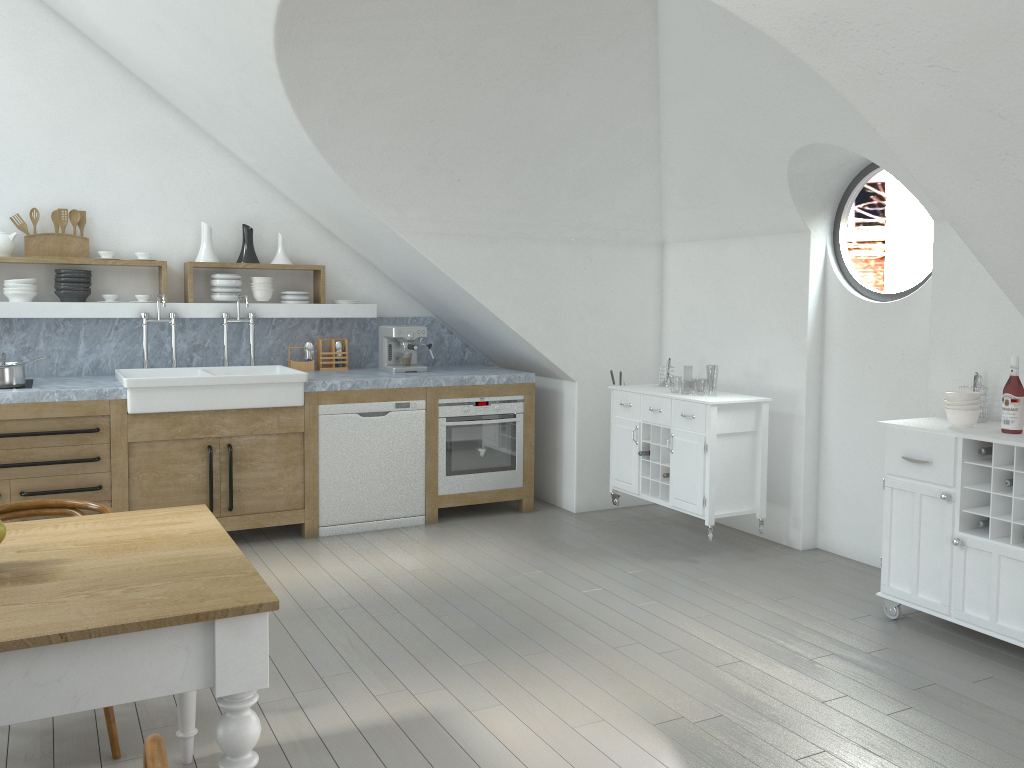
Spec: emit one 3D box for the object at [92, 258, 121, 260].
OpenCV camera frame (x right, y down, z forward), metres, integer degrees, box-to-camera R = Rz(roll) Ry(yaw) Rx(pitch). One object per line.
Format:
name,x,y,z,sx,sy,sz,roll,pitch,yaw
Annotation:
object,-2.546,-0.783,5.571,0.164,0.012,0.164,0,5,-10

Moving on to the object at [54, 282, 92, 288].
object,-2.706,-0.593,5.468,0.205,0.086,0.206,2,5,15

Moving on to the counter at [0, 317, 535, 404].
counter,-2.841,-0.248,5.035,6.577,0.618,0.963,-2,6,-28

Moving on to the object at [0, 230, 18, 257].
object,-3.067,-0.842,5.299,0.168,0.168,0.174,-4,6,-44

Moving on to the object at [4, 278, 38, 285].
object,-2.958,-0.600,5.340,0.181,0.076,0.181,1,5,10

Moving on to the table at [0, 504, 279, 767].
table,-2.230,0.885,1.636,3.350,0.797,1.020,-2,5,-28

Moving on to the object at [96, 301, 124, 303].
object,-2.535,-0.516,5.594,0.164,0.012,0.164,0,5,-10

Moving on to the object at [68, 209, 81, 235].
object,-2.705,-0.929,5.485,0.068,0.297,0.039,-1,4,-28

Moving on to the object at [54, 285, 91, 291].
object,-2.711,-0.566,5.473,0.205,0.086,0.206,1,5,10

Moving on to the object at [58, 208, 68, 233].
object,-2.761,-0.928,5.453,0.057,0.299,0.019,-1,4,-28

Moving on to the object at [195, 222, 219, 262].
object,-2.010,-0.932,5.840,0.156,0.267,0.156,-3,5,-39

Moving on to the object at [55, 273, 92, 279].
object,-2.707,-0.641,5.474,0.205,0.083,0.206,0,5,0

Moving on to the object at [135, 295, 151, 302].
object,-2.365,-0.546,5.682,0.098,0.048,0.099,-2,6,-30

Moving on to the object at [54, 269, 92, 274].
object,-2.709,-0.669,5.473,0.205,0.080,0.206,-2,6,-25

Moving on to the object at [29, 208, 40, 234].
object,-2.906,-0.925,5.400,0.055,0.298,0.028,-1,4,-28

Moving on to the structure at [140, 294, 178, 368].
structure,-2.146,-0.296,5.526,0.333,0.529,0.214,4,5,43

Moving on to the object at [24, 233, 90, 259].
object,-2.797,-0.849,5.451,0.353,0.157,0.084,-2,5,-28

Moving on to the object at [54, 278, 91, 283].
object,-2.709,-0.616,5.471,0.206,0.072,0.206,-4,7,-40

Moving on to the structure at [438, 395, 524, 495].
structure,-0.336,0.378,6.185,0.632,0.635,0.632,-2,5,-28

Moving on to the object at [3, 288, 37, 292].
object,-2.962,-0.548,5.342,0.181,0.065,0.181,1,5,10

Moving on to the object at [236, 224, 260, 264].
object,-1.775,-0.941,5.959,0.156,0.267,0.156,-1,4,-23

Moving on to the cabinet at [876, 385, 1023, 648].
cabinet,2.199,0.550,3.725,0.610,1.151,1.244,-2,5,-28

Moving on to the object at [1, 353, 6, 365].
object,-2.835,-0.086,4.924,0.051,0.166,0.236,-2,5,-32

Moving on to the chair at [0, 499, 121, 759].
chair,-1.576,0.805,2.937,0.527,0.733,0.622,-2,5,-31

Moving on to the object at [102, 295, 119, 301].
object,-2.535,-0.539,5.593,0.098,0.048,0.099,-2,6,-30

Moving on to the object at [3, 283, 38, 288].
object,-2.960,-0.571,5.342,0.181,0.069,0.181,0,5,-10

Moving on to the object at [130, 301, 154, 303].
object,-2.365,-0.523,5.684,0.164,0.012,0.164,0,5,-10

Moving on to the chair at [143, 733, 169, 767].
chair,-0.811,0.956,1.376,0.527,0.733,0.622,-1,5,-25

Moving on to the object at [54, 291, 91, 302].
object,-2.711,-0.540,5.475,0.206,0.072,0.206,-4,7,-40

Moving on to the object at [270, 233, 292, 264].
object,-1.581,-0.926,6.073,0.156,0.218,0.156,4,6,43

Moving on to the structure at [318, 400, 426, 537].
structure,-1.008,0.499,5.844,0.724,0.821,0.599,-2,5,-28

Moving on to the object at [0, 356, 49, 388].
object,-2.749,-0.060,4.933,0.232,0.170,0.395,5,7,42

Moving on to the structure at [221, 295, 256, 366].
structure,-1.713,-0.313,5.753,0.333,0.529,0.214,4,5,43

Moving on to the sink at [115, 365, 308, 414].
sink,-1.834,0.022,5.393,1.021,0.201,0.728,-2,6,-28

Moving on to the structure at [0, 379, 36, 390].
structure,-3.037,0.030,4.872,0.737,0.041,0.648,-2,6,-28

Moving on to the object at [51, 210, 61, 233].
object,-2.800,-0.928,5.455,0.061,0.299,0.040,-2,4,-30

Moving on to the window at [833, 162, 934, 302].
window,2.100,-0.851,4.867,0.060,0.898,0.901,-1,5,-28

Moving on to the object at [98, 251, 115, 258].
object,-2.546,-0.806,5.569,0.098,0.048,0.099,-2,6,-30

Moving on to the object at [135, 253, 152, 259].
object,-2.356,-0.814,5.669,0.098,0.048,0.099,-2,6,-30

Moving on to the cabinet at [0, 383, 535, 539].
cabinet,-2.903,0.573,5.032,6.430,1.020,1.005,-2,5,-28

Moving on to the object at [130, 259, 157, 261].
object,-2.357,-0.790,5.670,0.164,0.012,0.164,0,5,-10

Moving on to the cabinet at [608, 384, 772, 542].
cabinet,1.041,0.441,5.521,0.497,0.787,1.136,-2,5,-28

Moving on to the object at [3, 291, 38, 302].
object,-2.962,-0.525,5.344,0.181,0.063,0.181,0,5,-5

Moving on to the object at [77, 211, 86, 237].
object,-2.681,-0.932,5.518,0.057,0.293,0.030,-1,4,-28

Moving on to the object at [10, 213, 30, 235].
object,-2.937,-0.906,5.382,0.199,0.258,0.016,-1,4,-17
